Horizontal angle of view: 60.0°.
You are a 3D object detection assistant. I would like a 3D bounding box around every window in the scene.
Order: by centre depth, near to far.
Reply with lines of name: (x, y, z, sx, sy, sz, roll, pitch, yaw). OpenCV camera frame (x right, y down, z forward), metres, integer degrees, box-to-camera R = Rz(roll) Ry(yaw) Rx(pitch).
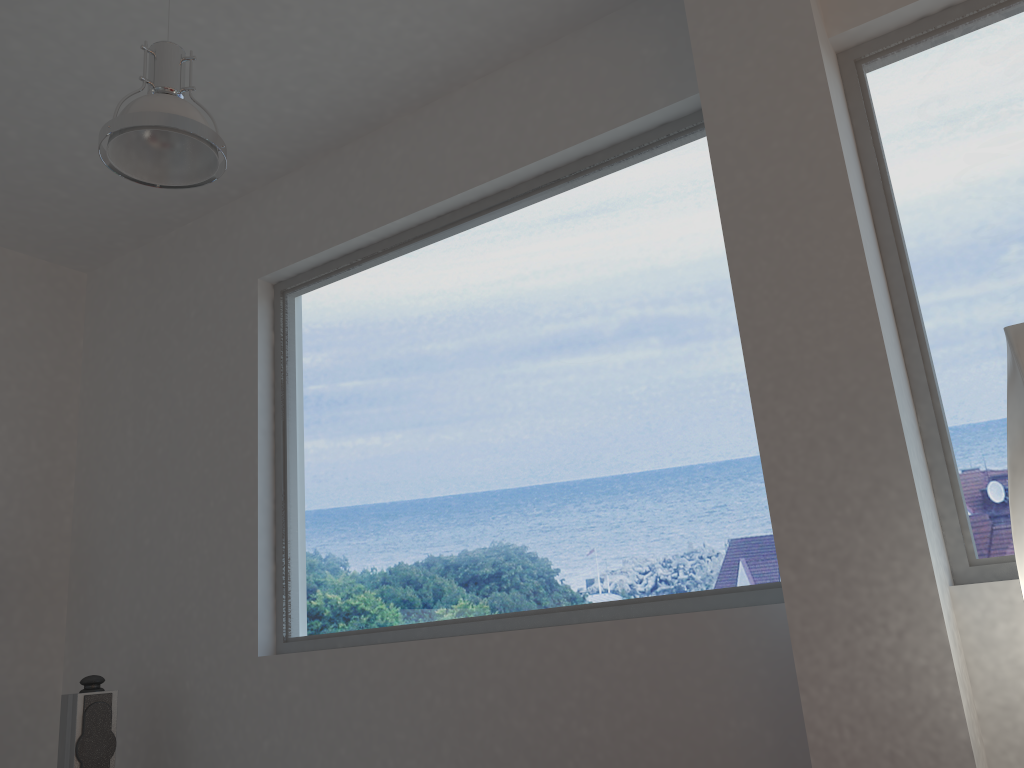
window: (2.212, -0.541, 2.220, 2.400, 1.800, 0.100, -15, -20, 31)
window: (-0.110, 0.093, 3.652, 2.400, 1.800, 0.100, -15, -20, 31)

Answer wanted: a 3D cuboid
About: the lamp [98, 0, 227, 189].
lamp: (-1.134, -1.092, 2.920, 0.379, 0.800, 0.379, 0, -18, -17)

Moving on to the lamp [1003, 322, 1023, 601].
lamp: (1.340, 0.709, 1.909, 0.313, 1.779, 0.313, -12, -18, 23)

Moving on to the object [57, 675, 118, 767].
object: (-1.824, 1.859, 3.770, 0.255, 1.184, 0.273, 10, -22, -41)
